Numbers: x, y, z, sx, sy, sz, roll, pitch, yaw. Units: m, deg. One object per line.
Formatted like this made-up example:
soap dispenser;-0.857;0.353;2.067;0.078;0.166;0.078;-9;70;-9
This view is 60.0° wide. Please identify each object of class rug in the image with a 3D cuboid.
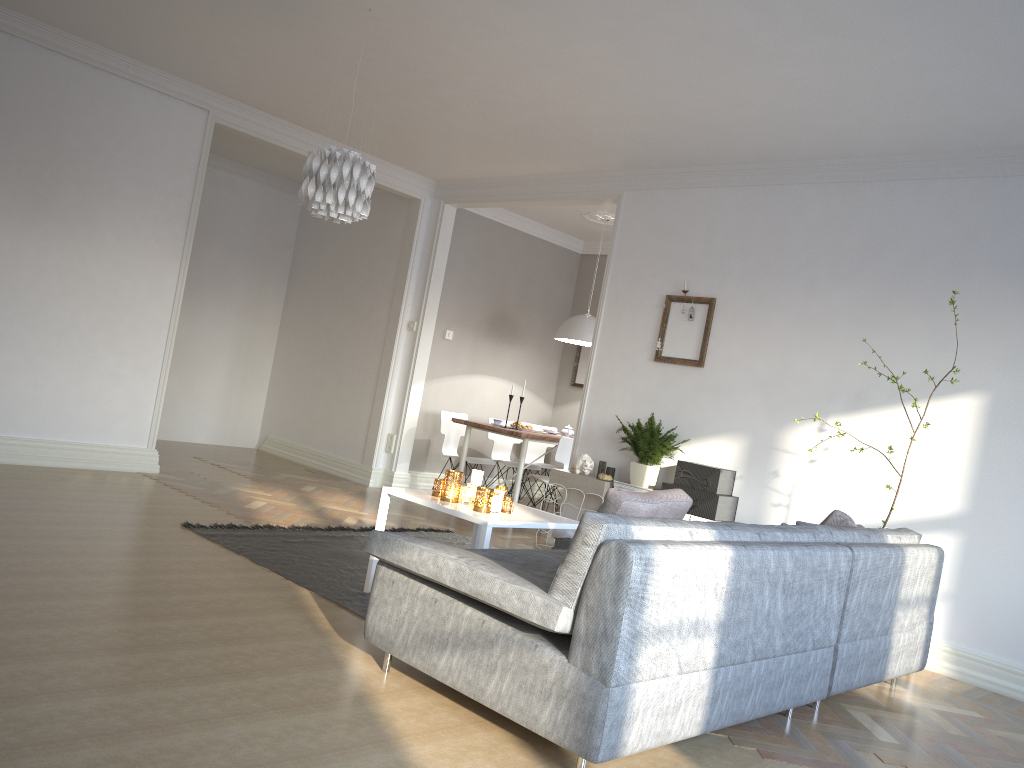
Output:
rug;-0.411;1.027;4.885;2.108;0.055;2.018;10;-1;44

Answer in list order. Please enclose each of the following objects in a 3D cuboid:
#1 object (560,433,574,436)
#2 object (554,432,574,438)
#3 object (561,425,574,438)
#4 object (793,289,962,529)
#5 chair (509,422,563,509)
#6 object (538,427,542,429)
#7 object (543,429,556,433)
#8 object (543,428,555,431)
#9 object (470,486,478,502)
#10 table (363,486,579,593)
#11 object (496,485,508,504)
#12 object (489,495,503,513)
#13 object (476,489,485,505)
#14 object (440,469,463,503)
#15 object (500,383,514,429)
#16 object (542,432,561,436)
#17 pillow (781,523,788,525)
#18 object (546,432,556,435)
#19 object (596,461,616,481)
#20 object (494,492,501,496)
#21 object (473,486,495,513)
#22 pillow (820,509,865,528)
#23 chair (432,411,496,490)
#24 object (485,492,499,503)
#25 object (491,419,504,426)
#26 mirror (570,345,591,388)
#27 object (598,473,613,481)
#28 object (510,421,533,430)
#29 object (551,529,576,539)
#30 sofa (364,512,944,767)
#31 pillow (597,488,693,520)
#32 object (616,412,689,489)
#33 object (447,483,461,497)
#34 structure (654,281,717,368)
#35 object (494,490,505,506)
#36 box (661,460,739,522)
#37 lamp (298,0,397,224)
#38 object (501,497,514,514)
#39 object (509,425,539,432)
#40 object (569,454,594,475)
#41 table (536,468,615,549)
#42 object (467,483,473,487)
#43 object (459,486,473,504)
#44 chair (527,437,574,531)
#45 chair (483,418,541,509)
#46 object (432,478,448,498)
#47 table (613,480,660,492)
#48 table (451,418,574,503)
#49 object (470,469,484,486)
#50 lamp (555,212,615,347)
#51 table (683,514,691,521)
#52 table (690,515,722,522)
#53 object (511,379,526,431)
object;0.529;0.481;8.357;0.202;0.022;0.194;11;-1;-26
object;0.528;0.486;8.352;0.287;0.019;0.287;10;-1;17
object;0.512;0.429;8.108;0.124;0.119;0.143;11;0;-42
object;1.878;0.283;4.673;0.776;1.674;0.340;10;0;3
chair;0.268;0.818;8.997;0.432;0.786;0.479;10;0;-15
object;0.294;0.413;8.026;0.130;0.027;0.028;10;0;-4
object;0.332;0.436;8.052;0.129;0.038;0.129;10;-1;44
object;0.345;0.441;8.220;0.129;0.038;0.129;11;-1;-41
object;-0.165;0.524;4.207;0.060;0.073;0.060;10;0;24
table;-0.167;0.816;4.146;0.714;0.504;0.675;10;-1;44
object;-0.055;0.544;4.370;0.060;0.079;0.060;10;0;38
object;-0.077;0.537;3.967;0.060;0.073;0.060;10;0;6
object;-0.142;0.527;4.132;0.060;0.073;0.060;10;0;0
object;-0.277;0.468;4.066;0.090;0.140;0.087;10;0;14
object;-0.021;0.184;7.637;0.095;0.396;0.095;11;0;39
object;0.346;0.449;7.872;0.180;0.014;0.180;10;-1;9
pillow;1.148;0.738;3.869;0.415;0.311;0.336;11;-1;-41
object;0.344;0.444;7.861;0.100;0.025;0.066;10;-1;21
object;0.657;0.597;6.165;0.123;0.134;0.062;10;0;-5
object;-0.087;0.537;4.097;0.060;0.073;0.060;11;0;-21
object;-0.126;0.512;3.915;0.080;0.104;0.080;10;0;34
pillow;1.463;0.770;4.116;0.323;0.403;0.430;10;0;31
chair;-0.426;0.677;8.054;0.478;0.786;0.432;10;0;34
object;-0.094;0.535;4.032;0.060;0.073;0.060;11;0;-21
object;-0.126;0.339;7.832;0.116;0.056;0.137;11;-1;-16
mirror;0.851;-0.226;9.251;0.473;0.557;0.052;10;0;44
object;0.639;0.637;6.062;0.099;0.046;0.104;10;-1;0
object;0.084;0.372;7.934;0.197;0.063;0.188;10;-1;14
object;0.668;0.976;4.564;0.724;0.437;0.813;10;-1;42
sofa;0.586;0.843;3.823;1.552;0.772;2.636;10;-1;44
pillow;0.377;0.520;2.960;0.241;0.390;0.427;10;0;44
object;0.891;0.444;5.906;0.437;0.527;0.369;10;0;44
object;-0.274;0.503;4.139;0.060;0.073;0.060;10;0;33
structure;1.175;-0.418;6.018;0.398;0.574;0.053;10;0;41
object;-0.070;0.541;4.198;0.060;0.073;0.060;11;0;-21
box;1.183;0.670;5.636;0.419;0.316;0.299;10;-1;44
lamp;-0.797;-1.338;4.390;0.355;1.065;0.354;10;0;-4
object;-0.018;0.552;4.027;0.054;0.068;0.047;10;0;4
object;0.103;0.402;7.927;0.286;0.019;0.287;10;-1;32
object;0.496;0.561;6.239;0.137;0.150;0.310;11;-1;-16
table;0.485;0.926;6.203;0.552;0.575;0.299;10;0;45
object;-0.193;0.520;4.268;0.060;0.073;0.060;10;0;24
object;-0.215;0.514;4.115;0.060;0.073;0.060;10;0;33
chair;0.401;0.820;7.313;0.432;0.786;0.478;10;0;-26
chair;-0.005;0.761;8.478;0.432;0.786;0.478;10;0;-36
object;-0.340;0.488;4.159;0.060;0.079;0.060;10;0;34
table;0.818;0.972;5.931;0.321;0.596;0.247;10;0;44
table;0.386;0.848;8.149;0.851;0.750;1.989;10;-1;44
object;-0.168;0.450;4.238;0.060;0.073;0.060;11;0;-30
lamp;0.759;-0.952;8.142;0.531;1.182;0.529;10;0;-39
table;1.028;1.057;5.718;0.327;0.499;0.247;10;0;44
table;1.252;1.095;5.500;0.327;0.499;0.247;10;0;44
object;0.077;0.176;7.691;0.095;0.448;0.095;11;0;39
